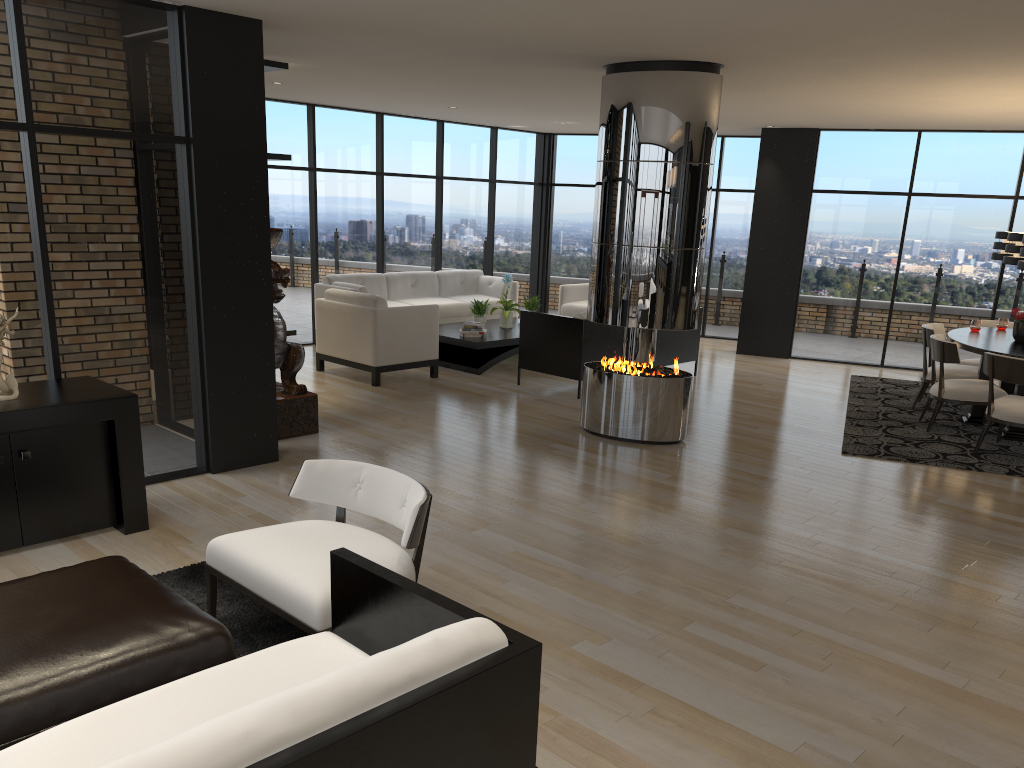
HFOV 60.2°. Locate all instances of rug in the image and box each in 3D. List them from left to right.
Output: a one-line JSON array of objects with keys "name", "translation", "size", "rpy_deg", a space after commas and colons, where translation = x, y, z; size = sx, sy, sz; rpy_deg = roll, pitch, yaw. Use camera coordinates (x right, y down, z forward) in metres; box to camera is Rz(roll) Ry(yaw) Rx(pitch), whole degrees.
[{"name": "rug", "translation": [-1.687, 1.255, 2.470], "size": [2.449, 0.012, 3.003], "rpy_deg": [14, 16, 43]}, {"name": "rug", "translation": [4.495, 0.368, 8.029], "size": [2.705, 0.011, 3.652], "rpy_deg": [7, 12, 20]}]

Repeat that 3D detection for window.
[{"name": "window", "translation": [-0.144, -1.708, 5.029], "size": [10.050, 4.902, 15.645], "rpy_deg": [10, 14, 30]}]

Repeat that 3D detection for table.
[{"name": "table", "translation": [-0.118, -0.479, 10.328], "size": [1.248, 0.360, 2.011], "rpy_deg": [14, 16, 42]}, {"name": "table", "translation": [4.475, 0.004, 7.869], "size": [1.203, 0.788, 2.068], "rpy_deg": [8, 13, 22]}]

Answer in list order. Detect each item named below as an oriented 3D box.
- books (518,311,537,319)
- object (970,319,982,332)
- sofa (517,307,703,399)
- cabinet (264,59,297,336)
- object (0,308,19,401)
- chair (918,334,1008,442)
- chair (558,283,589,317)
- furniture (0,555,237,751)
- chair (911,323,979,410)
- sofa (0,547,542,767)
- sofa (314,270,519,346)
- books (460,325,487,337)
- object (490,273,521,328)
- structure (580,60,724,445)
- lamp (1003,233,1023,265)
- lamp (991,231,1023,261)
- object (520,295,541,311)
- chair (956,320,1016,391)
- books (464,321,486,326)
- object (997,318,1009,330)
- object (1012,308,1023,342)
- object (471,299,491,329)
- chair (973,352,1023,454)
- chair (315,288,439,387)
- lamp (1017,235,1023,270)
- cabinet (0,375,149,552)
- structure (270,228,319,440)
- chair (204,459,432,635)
[{"name": "books", "translation": [0.207, -0.849, 10.981], "size": [0.223, 0.129, 0.301], "rpy_deg": [5, 13, 11]}, {"name": "object", "translation": [4.372, -0.551, 8.318], "size": [0.094, 0.108, 0.094], "rpy_deg": [11, 17, 31]}, {"name": "sofa", "translation": [1.052, -0.437, 9.224], "size": [0.827, 0.823, 2.011], "rpy_deg": [15, 18, 42]}, {"name": "cabinet", "translation": [-3.156, -1.336, 7.825], "size": [2.626, 2.808, 1.173], "rpy_deg": [16, 20, 42]}, {"name": "object", "translation": [-2.480, -0.151, 4.254], "size": [0.254, 0.470, 0.104], "rpy_deg": [-13, 22, -43]}, {"name": "chair", "translation": [3.863, 0.018, 7.585], "size": [0.615, 0.826, 0.629], "rpy_deg": [6, 15, 14]}, {"name": "chair", "translation": [1.239, -0.953, 11.627], "size": [0.988, 0.877, 0.845], "rpy_deg": [15, 19, 42]}, {"name": "furniture", "translation": [-1.470, 0.939, 2.851], "size": [0.817, 0.495, 0.819], "rpy_deg": [14, 18, 42]}, {"name": "chair", "translation": [4.151, -0.131, 8.369], "size": [0.611, 0.826, 0.632], "rpy_deg": [11, 17, 30]}, {"name": "sofa", "translation": [-0.945, 1.012, 1.793], "size": [0.827, 0.823, 2.011], "rpy_deg": [15, 18, 42]}, {"name": "sofa", "translation": [-1.131, -0.969, 11.222], "size": [0.843, 0.876, 2.667], "rpy_deg": [16, 18, 42]}, {"name": "books", "translation": [-0.419, -0.578, 9.547], "size": [0.307, 0.129, 0.218], "rpy_deg": [1, 13, -8]}, {"name": "object", "translation": [-0.043, -0.968, 10.235], "size": [0.354, 0.646, 0.362], "rpy_deg": [-5, 17, -26]}, {"name": "structure", "translation": [1.028, -0.941, 6.759], "size": [0.885, 2.809, 0.577], "rpy_deg": [12, 19, 30]}, {"name": "lamp", "translation": [4.561, -1.673, 7.428], "size": [0.533, 1.361, 0.524], "rpy_deg": [8, 17, 19]}, {"name": "lamp", "translation": [4.894, -1.825, 8.230], "size": [0.533, 1.361, 0.524], "rpy_deg": [8, 17, 19]}, {"name": "object", "translation": [0.230, -0.889, 10.578], "size": [0.283, 0.379, 0.210], "rpy_deg": [8, 16, 21]}, {"name": "chair", "translation": [4.850, -0.195, 8.819], "size": [0.634, 0.826, 0.609], "rpy_deg": [15, 19, 40]}, {"name": "books", "translation": [-0.399, -0.652, 9.523], "size": [0.183, 0.027, 0.152], "rpy_deg": [10, 14, 33]}, {"name": "object", "translation": [4.745, -0.580, 8.537], "size": [0.095, 0.108, 0.093], "rpy_deg": [-1, 15, -13]}, {"name": "object", "translation": [4.484, -0.523, 7.727], "size": [0.227, 0.305, 0.233], "rpy_deg": [9, 16, 22]}, {"name": "object", "translation": [-0.366, -0.794, 9.997], "size": [0.284, 0.379, 0.210], "rpy_deg": [4, 15, 6]}, {"name": "chair", "translation": [3.970, 0.181, 6.816], "size": [0.611, 0.826, 0.632], "rpy_deg": [-10, 19, -39]}, {"name": "chair", "translation": [-1.367, -0.523, 9.012], "size": [0.988, 0.877, 0.845], "rpy_deg": [15, 19, 42]}, {"name": "lamp", "translation": [4.227, -1.522, 6.625], "size": [0.533, 1.361, 0.524], "rpy_deg": [8, 17, 19]}, {"name": "cabinet", "translation": [-3.206, 0.541, 3.772], "size": [0.613, 0.758, 3.008], "rpy_deg": [16, 18, 42]}, {"name": "structure", "translation": [-1.891, -0.435, 6.627], "size": [0.721, 1.632, 0.511], "rpy_deg": [16, 21, 41]}, {"name": "chair", "translation": [-0.719, 0.729, 3.543], "size": [0.795, 0.691, 0.677], "rpy_deg": [15, 19, 42]}]
